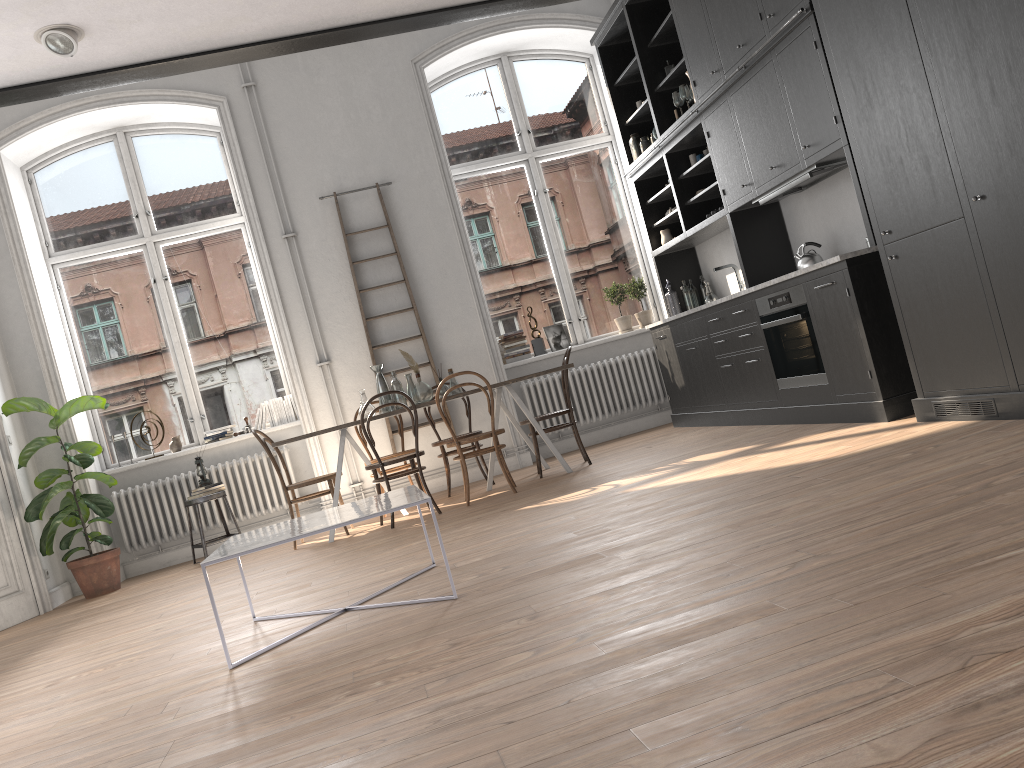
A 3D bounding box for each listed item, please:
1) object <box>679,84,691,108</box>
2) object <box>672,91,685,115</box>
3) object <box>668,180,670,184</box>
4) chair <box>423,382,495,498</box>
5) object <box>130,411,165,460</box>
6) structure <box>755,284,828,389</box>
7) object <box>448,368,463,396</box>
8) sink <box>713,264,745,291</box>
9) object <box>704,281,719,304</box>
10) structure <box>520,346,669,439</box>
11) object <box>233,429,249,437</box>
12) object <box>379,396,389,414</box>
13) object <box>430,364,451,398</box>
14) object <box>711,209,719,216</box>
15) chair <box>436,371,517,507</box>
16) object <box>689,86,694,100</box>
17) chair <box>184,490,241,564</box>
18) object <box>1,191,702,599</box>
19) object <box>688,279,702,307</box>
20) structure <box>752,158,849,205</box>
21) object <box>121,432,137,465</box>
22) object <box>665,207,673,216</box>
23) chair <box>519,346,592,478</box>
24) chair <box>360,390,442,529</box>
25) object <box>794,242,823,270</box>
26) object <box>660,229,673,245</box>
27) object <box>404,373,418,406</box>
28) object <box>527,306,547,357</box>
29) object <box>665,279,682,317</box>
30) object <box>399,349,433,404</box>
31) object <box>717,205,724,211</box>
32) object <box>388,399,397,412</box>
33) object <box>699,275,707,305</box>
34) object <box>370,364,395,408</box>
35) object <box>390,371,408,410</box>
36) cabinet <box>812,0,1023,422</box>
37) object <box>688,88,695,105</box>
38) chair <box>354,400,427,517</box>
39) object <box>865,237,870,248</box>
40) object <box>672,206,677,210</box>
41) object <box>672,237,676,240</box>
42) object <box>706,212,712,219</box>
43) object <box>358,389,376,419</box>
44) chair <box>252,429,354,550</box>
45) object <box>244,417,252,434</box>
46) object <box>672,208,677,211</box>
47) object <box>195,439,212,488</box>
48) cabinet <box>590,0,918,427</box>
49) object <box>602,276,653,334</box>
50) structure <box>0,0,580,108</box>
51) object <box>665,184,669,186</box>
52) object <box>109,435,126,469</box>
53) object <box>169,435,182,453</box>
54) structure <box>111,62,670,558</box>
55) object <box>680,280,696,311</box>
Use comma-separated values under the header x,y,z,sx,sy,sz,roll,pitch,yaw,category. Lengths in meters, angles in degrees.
x,y,z,sx,sy,sz,roll,pitch,yaw,category
1.328,-2.161,6.738,0.083,0.221,0.083,-15,0,36,object
1.302,-2.153,6.866,0.083,0.221,0.083,-15,0,21,object
1.371,-1.717,7.574,0.064,0.069,0.064,-15,0,37,object
-0.466,0.431,7.411,0.438,0.920,0.549,-15,0,-4,chair
-3.191,0.447,7.793,0.348,0.425,0.087,-15,0,22,object
2.027,-0.355,5.694,0.618,0.623,0.622,-15,0,-11,structure
-0.460,-0.016,6.949,0.101,0.212,0.101,-15,0,28,object
1.669,-0.690,7.225,0.514,0.504,0.526,-15,0,-11,sink
1.727,-0.782,7.741,0.132,0.219,0.120,-15,0,-11,object
0.837,0.065,8.414,1.576,0.552,0.194,-15,0,-11,structure
-2.436,0.439,7.950,0.088,0.048,0.153,-15,0,29,object
-0.990,0.154,6.774,0.083,0.158,0.083,-15,0,-15,object
-0.550,-0.029,6.856,0.106,0.283,0.107,-15,0,-16,object
1.570,-1.313,6.793,0.088,0.059,0.104,-15,0,-32,object
-0.269,0.370,6.376,0.438,0.920,0.549,-15,0,0,chair
1.418,-2.185,6.788,0.083,0.221,0.083,-15,0,-12,object
-2.465,1.173,7.309,0.363,0.523,0.360,-15,0,-37,chair
-0.987,0.091,7.170,5.826,1.842,0.792,-15,0,-6,object
1.634,-0.795,7.961,0.086,0.301,0.086,-15,0,3,object
1.902,-1.334,5.726,0.379,0.123,0.844,-15,0,-11,structure
-3.349,0.560,7.737,0.095,0.289,0.095,-15,0,12,object
1.422,-1.520,7.882,0.140,0.100,0.125,-15,0,-29,object
0.317,0.216,6.924,0.549,0.920,0.438,-15,0,2,chair
-0.830,0.521,6.301,0.437,0.920,0.549,-15,0,-15,chair
1.966,-0.848,5.882,0.171,0.186,0.171,-15,0,0,object
1.382,-1.298,7.879,0.127,0.144,0.116,-15,0,-32,object
-0.777,0.047,6.894,0.098,0.255,0.100,-15,0,-34,object
0.217,-0.509,8.492,0.122,0.488,0.102,-15,0,14,object
1.426,-0.767,7.907,0.108,0.349,0.109,-15,0,-30,object
-0.717,-0.069,6.747,0.157,0.446,0.157,-15,0,7,object
1.608,-1.324,6.699,0.104,0.059,0.088,-15,0,-2,object
-0.907,0.163,6.692,0.058,0.094,0.058,-15,0,17,object
1.714,-0.817,7.869,0.086,0.301,0.086,-15,0,35,object
-1.001,0.041,6.893,0.116,0.383,0.116,-15,0,0,object
-0.877,0.049,6.801,0.086,0.301,0.086,-15,0,-25,object
2.199,-1.066,3.936,0.633,2.371,1.401,-15,0,-11,cabinet
1.403,-2.180,6.870,0.083,0.221,0.083,-15,0,-19,object
-0.995,0.572,7.226,0.437,0.920,0.549,-15,0,-13,chair
2.179,-0.865,5.383,0.040,0.116,0.080,-15,0,-6,object
1.422,-1.526,7.722,0.055,0.047,0.058,-15,0,4,object
1.491,-1.271,7.738,0.180,0.037,0.180,-15,0,-26,object
1.557,-1.308,6.905,0.088,0.059,0.104,-15,0,-22,object
-1.097,0.149,6.625,0.132,0.219,0.132,-15,0,-22,object
-1.534,0.713,6.578,0.549,0.920,0.438,-15,0,-3,chair
-2.359,0.365,7.911,0.048,0.153,0.088,-15,0,-41,object
1.427,-1.507,7.722,0.058,0.033,0.056,-15,0,-36,object
-2.575,0.658,7.381,0.163,0.383,0.155,-15,0,-37,object
1.571,-1.504,6.469,0.634,3.583,3.252,-15,0,-11,cabinet
1.145,-0.776,8.681,0.499,0.524,0.234,-15,0,-22,object
-0.540,-2.277,2.058,5.924,1.213,4.159,-15,0,-11,structure
1.364,-1.703,7.657,0.072,0.047,0.071,-15,0,27,object
-3.471,0.593,7.771,0.095,0.289,0.095,-15,0,21,object
-2.971,0.534,7.825,0.100,0.142,0.102,-15,0,-36,object
-1.354,-1.165,7.992,5.179,4.474,0.340,-15,0,-11,structure
1.558,-0.775,7.866,0.086,0.301,0.086,-15,0,-25,object
